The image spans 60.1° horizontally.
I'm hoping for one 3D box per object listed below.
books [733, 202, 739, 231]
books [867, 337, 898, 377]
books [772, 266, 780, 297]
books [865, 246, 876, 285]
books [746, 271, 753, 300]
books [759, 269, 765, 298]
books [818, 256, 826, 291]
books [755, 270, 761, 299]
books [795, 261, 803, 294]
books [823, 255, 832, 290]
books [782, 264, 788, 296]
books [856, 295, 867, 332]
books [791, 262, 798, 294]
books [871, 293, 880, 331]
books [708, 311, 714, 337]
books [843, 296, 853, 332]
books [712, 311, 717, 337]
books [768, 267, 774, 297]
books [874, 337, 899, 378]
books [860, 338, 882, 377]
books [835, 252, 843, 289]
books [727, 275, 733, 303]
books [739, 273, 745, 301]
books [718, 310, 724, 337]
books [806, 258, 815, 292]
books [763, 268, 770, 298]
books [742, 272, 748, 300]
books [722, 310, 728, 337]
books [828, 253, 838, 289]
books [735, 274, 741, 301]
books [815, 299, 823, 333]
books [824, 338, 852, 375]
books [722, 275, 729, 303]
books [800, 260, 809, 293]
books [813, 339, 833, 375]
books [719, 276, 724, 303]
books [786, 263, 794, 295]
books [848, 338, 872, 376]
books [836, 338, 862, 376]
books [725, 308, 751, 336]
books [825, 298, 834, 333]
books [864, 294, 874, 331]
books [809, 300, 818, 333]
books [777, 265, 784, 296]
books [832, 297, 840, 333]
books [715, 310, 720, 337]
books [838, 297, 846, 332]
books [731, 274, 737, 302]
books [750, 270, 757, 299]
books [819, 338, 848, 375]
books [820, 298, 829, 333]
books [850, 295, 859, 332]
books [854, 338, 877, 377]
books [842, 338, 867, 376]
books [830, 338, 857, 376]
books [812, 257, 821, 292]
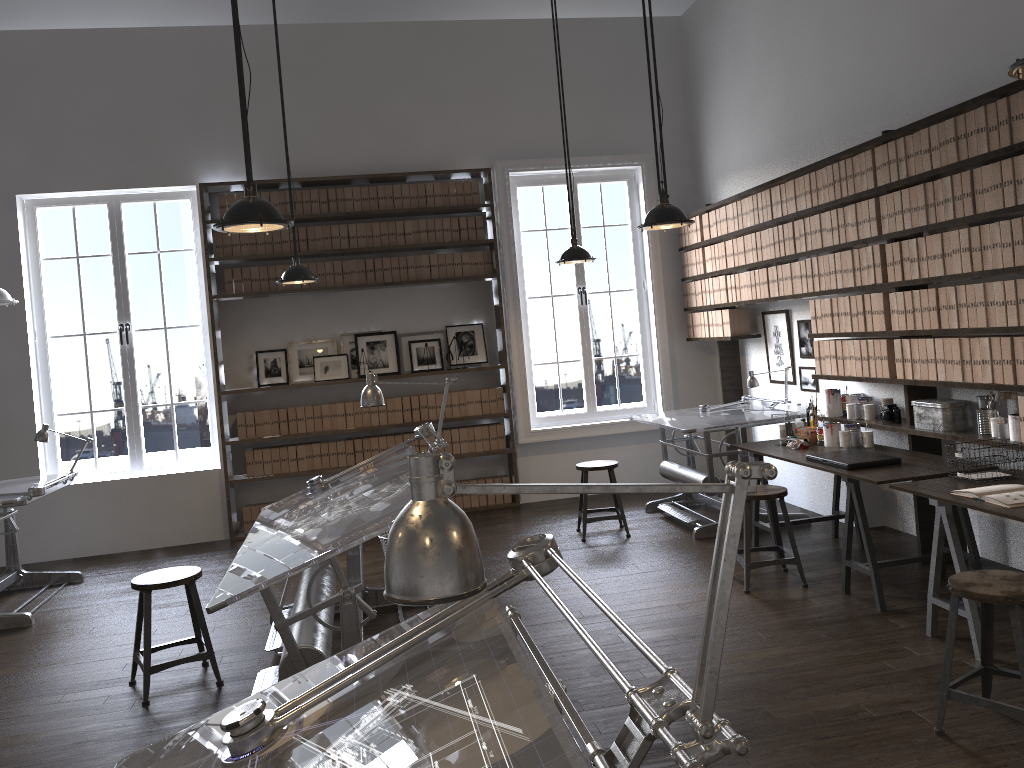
[{"bbox_3d":[1.824,-1.310,6.903,0.175,0.226,0.067,-5,0,-10],"label":"books"},{"bbox_3d":[2.215,-0.158,5.263,0.175,0.225,0.066,-5,0,-10],"label":"books"},{"bbox_3d":[1.970,-0.739,6.358,0.174,0.225,0.066,-5,0,-10],"label":"books"},{"bbox_3d":[2.178,-0.701,5.193,0.174,0.225,0.066,-5,0,-10],"label":"books"},{"bbox_3d":[1.894,-0.754,6.772,0.175,0.225,0.066,-5,0,-10],"label":"books"},{"bbox_3d":[1.936,-0.747,6.575,0.175,0.225,0.066,-5,0,-10],"label":"books"},{"bbox_3d":[2.086,-0.722,5.737,0.174,0.225,0.066,-5,0,-10],"label":"books"},{"bbox_3d":[1.922,-0.750,6.639,0.175,0.225,0.066,-5,0,-10],"label":"books"},{"bbox_3d":[2.031,-0.726,6.025,0.175,0.225,0.066,-5,0,-10],"label":"books"},{"bbox_3d":[2.096,-0.719,5.668,0.175,0.225,0.066,-5,0,-10],"label":"books"},{"bbox_3d":[1.999,-0.734,6.219,0.175,0.225,0.066,-5,0,-10],"label":"books"},{"bbox_3d":[2.177,-0.430,5.331,0.175,0.226,0.067,-5,0,-10],"label":"books"},{"bbox_3d":[2.021,-0.728,6.087,0.175,0.225,0.066,-5,0,-10],"label":"books"},{"bbox_3d":[2.206,-0.425,5.183,0.175,0.225,0.066,-5,0,-10],"label":"books"},{"bbox_3d":[1.778,-0.515,7.557,0.175,0.226,0.067,-5,0,-10],"label":"books"},{"bbox_3d":[2.152,-0.436,5.474,0.174,0.225,0.066,-5,0,-10],"label":"books"},{"bbox_3d":[1.793,-0.513,7.485,0.175,0.225,0.066,-5,0,-10],"label":"books"},{"bbox_3d":[1.962,-0.742,6.429,0.175,0.225,0.066,-5,0,-10],"label":"books"},{"bbox_3d":[2.229,-0.156,5.199,0.175,0.225,0.066,-5,0,-10],"label":"books"},{"bbox_3d":[2.200,-0.160,5.325,0.175,0.226,0.067,-5,0,-10],"label":"books"},{"bbox_3d":[2.119,-0.714,5.527,0.175,0.225,0.066,-5,0,-10],"label":"books"},{"bbox_3d":[1.833,-0.768,7.131,0.175,0.225,0.066,-5,0,-10],"label":"books"},{"bbox_3d":[1.876,-0.760,6.913,0.174,0.225,0.066,-5,0,-10],"label":"books"},{"bbox_3d":[1.813,-0.508,7.357,0.175,0.226,0.067,-5,0,-10],"label":"books"},{"bbox_3d":[2.054,-0.727,5.876,0.175,0.225,0.066,-5,0,-10],"label":"books"},{"bbox_3d":[1.943,-0.744,6.501,0.175,0.226,0.067,-5,0,-10],"label":"books"},{"bbox_3d":[1.884,-0.757,6.844,0.174,0.225,0.066,-5,0,-10],"label":"books"},{"bbox_3d":[1.832,-0.506,7.290,0.174,0.225,0.066,-5,0,-10],"label":"books"},{"bbox_3d":[2.105,-0.716,5.598,0.175,0.226,0.067,-5,0,-10],"label":"books"},{"bbox_3d":[1.862,-0.763,6.982,0.175,0.225,0.066,-5,0,-10],"label":"books"},{"bbox_3d":[2.093,-0.448,5.808,0.175,0.225,0.066,-5,0,-10],"label":"books"},{"bbox_3d":[2.128,-0.176,5.745,0.175,0.225,0.066,-5,0,-10],"label":"books"},{"bbox_3d":[1.813,-0.778,7.218,0.175,0.226,0.067,-5,0,-10],"label":"books"},{"bbox_3d":[2.042,-0.723,5.953,0.175,0.226,0.067,-5,0,-10],"label":"books"},{"bbox_3d":[2.102,-0.181,5.872,0.175,0.226,0.067,-5,0,-10],"label":"books"},{"bbox_3d":[1.806,-0.781,7.282,0.175,0.225,0.066,-5,0,-10],"label":"books"},{"bbox_3d":[2.005,-0.730,6.152,0.175,0.226,0.067,-5,0,-10],"label":"books"},{"bbox_3d":[2.178,-0.166,5.468,0.174,0.225,0.066,-5,0,-10],"label":"books"},{"bbox_3d":[2.155,-0.171,5.605,0.175,0.225,0.066,-5,0,-10],"label":"books"},{"bbox_3d":[1.842,-0.503,7.221,0.175,0.225,0.066,-5,0,-10],"label":"books"},{"bbox_3d":[2.113,-0.443,5.680,0.175,0.226,0.067,-5,0,-10],"label":"books"},{"bbox_3d":[2.195,-0.428,5.259,0.175,0.225,0.066,-5,0,-10],"label":"books"},{"bbox_3d":[2.079,-0.451,5.879,0.175,0.226,0.067,-5,0,-10],"label":"books"},{"bbox_3d":[1.987,-0.736,6.289,0.174,0.225,0.066,-5,0,-10],"label":"books"},{"bbox_3d":[2.131,-0.441,5.615,0.175,0.225,0.066,-5,0,-10],"label":"books"},{"bbox_3d":[1.806,-0.511,7.424,0.175,0.225,0.066,-5,0,-10],"label":"books"},{"bbox_3d":[2.143,-0.439,5.545,0.174,0.225,0.066,-5,0,-10],"label":"books"},{"bbox_3d":[1.845,-0.765,7.050,0.175,0.226,0.067,-5,0,-10],"label":"books"},{"bbox_3d":[1.906,-0.751,6.701,0.175,0.226,0.067,-5,0,-10],"label":"books"},{"bbox_3d":[2.119,-0.179,5.808,0.175,0.225,0.066,-5,0,-10],"label":"books"},{"bbox_3d":[2.106,-0.446,5.747,0.175,0.225,0.066,-5,0,-10],"label":"books"},{"bbox_3d":[2.169,-0.433,5.405,0.175,0.225,0.066,-5,0,-10],"label":"books"},{"bbox_3d":[2.187,-0.163,5.396,0.175,0.225,0.066,-5,0,-10],"label":"books"},{"bbox_3d":[2.169,-0.169,5.537,0.174,0.225,0.066,-5,0,-10],"label":"books"},{"bbox_3d":[2.139,-0.174,5.674,0.175,0.226,0.067,-5,0,-10],"label":"books"},{"bbox_3d":[2.070,-0.724,5.805,0.174,0.225,0.066,-5,0,-10],"label":"books"}]
